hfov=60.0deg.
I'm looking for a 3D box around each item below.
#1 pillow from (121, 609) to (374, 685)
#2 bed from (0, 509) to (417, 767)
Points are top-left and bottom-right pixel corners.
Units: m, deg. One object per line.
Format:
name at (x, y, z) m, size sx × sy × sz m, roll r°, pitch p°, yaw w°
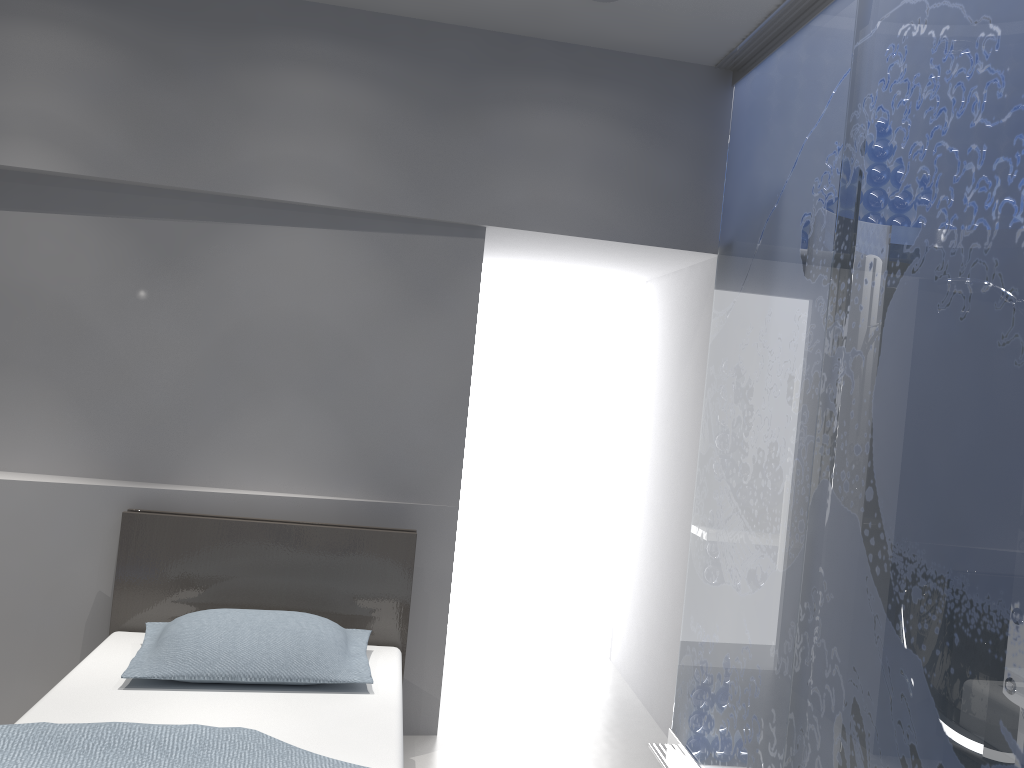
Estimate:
pillow at (-0.806, 0.823, 2.813) m, size 0.746 × 0.173 × 0.417 m, roll 5°, pitch 0°, yaw -12°
bed at (-0.783, 0.883, 2.094) m, size 1.411 × 0.752 × 2.319 m, roll 6°, pitch 0°, yaw -7°
